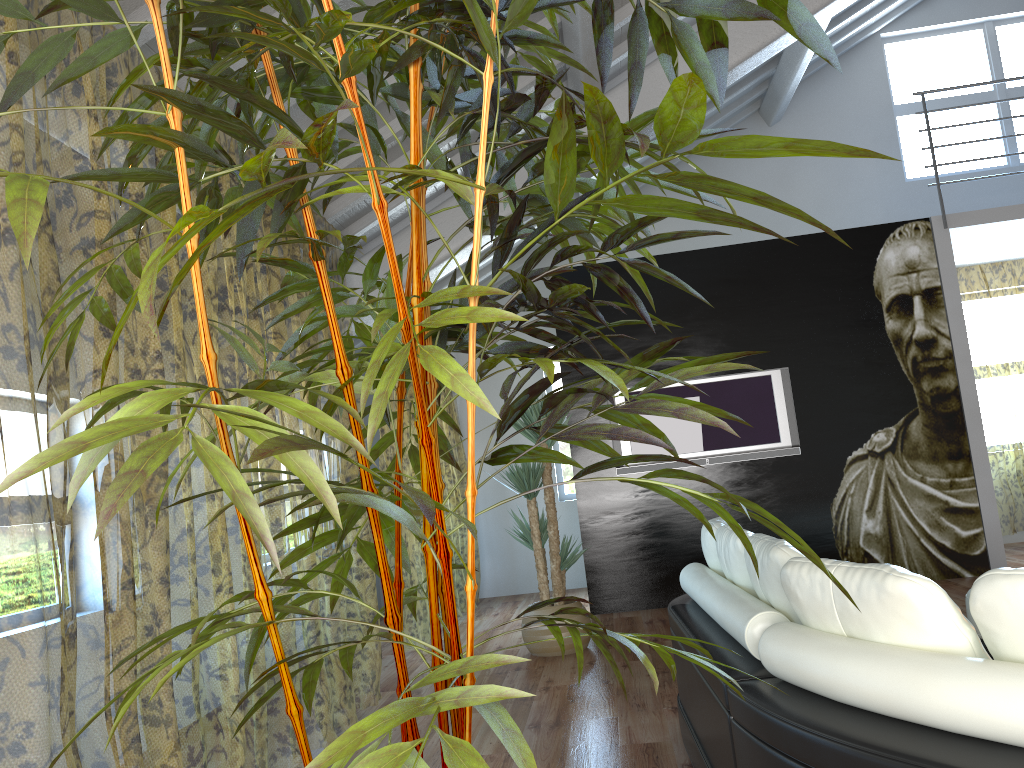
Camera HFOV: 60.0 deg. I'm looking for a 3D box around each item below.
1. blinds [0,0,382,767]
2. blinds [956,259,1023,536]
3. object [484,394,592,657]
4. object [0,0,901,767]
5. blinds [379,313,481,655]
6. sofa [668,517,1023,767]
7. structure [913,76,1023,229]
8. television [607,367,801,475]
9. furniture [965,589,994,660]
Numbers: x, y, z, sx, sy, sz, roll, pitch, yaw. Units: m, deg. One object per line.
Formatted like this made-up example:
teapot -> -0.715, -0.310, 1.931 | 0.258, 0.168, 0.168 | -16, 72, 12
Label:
blinds -> -1.049, 0.217, 3.226 | 0.306, 2.546, 3.505 | -7, -6, 6
blinds -> 4.865, 0.028, 7.518 | 2.780, 2.324, 0.306 | -7, -6, 6
object -> 0.178, 0.836, 5.402 | 0.588, 1.586, 0.564 | -12, -8, 39
object -> -0.096, -0.097, 1.111 | 1.177, 2.473, 1.399 | -10, -7, 30
blinds -> -0.651, 0.594, 6.956 | 0.306, 2.546, 2.780 | -7, -6, 6
sofa -> 1.097, 0.743, 2.192 | 1.359, 0.805, 3.047 | -5, -7, -15
structure -> 3.769, -2.313, 1.448 | 2.536, 1.055, 10.133 | -7, -6, 5
television -> 1.398, 0.277, 6.530 | 1.336, 0.639, 0.044 | -7, -6, 5
furniture -> 2.474, 0.979, 3.723 | 1.134, 0.367, 0.596 | -5, -7, -11
